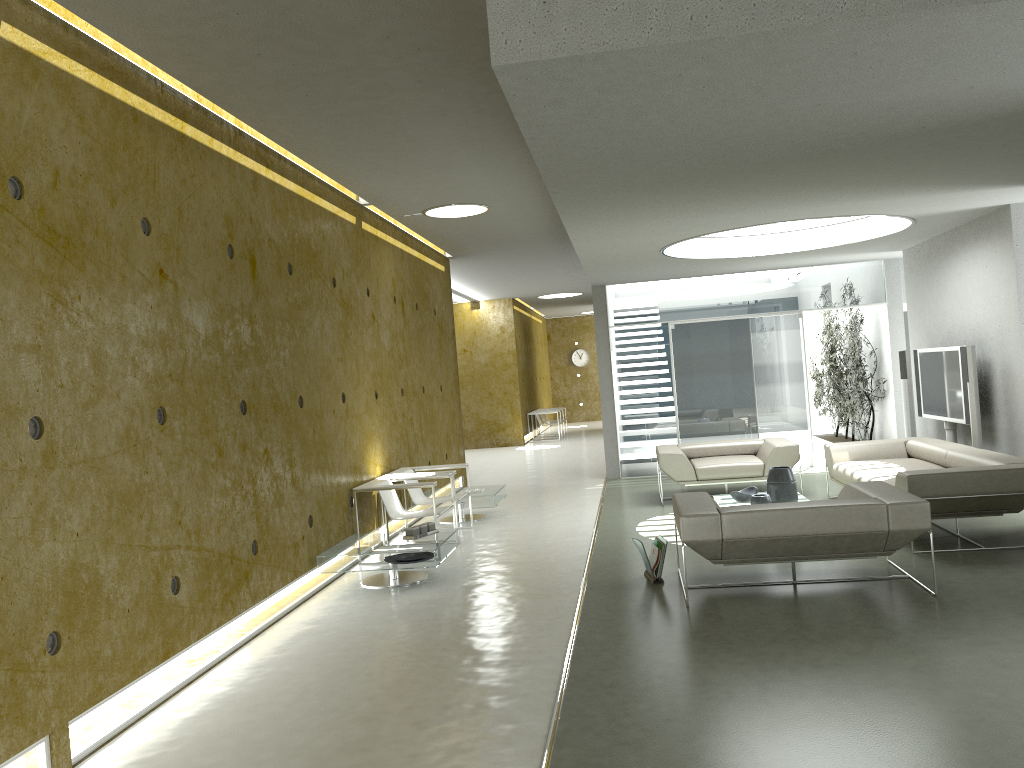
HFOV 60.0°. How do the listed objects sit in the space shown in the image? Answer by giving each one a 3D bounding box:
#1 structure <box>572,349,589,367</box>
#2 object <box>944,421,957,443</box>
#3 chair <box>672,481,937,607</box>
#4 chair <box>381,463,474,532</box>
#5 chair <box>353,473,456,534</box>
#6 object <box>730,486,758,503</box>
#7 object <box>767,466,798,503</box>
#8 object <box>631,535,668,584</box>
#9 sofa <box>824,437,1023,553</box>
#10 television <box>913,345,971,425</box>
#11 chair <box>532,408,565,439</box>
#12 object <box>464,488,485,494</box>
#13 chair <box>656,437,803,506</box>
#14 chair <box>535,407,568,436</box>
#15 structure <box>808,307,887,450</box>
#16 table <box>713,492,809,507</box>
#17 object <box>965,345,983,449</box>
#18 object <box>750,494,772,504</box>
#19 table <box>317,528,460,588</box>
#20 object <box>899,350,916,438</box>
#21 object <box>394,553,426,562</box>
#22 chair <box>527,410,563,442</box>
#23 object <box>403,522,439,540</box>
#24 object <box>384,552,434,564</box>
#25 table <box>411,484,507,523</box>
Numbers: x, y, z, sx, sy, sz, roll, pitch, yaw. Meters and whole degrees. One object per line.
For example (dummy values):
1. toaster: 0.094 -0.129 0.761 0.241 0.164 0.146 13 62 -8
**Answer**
1. structure: 2.125 -0.802 27.395 0.547 0.539 0.016 -5 0 8
2. object: 4.603 0.736 9.405 0.323 0.689 0.882 -5 0 8
3. chair: 1.853 1.027 5.887 1.481 0.583 1.039 -5 0 8
4. chair: -0.826 1.184 8.809 0.710 0.667 0.800 -5 0 8
5. chair: -0.938 1.197 7.960 0.710 0.667 0.800 -5 0 8
6. object: 2.130 1.023 8.135 0.223 0.125 0.317 -4 0 44
7. object: 2.429 0.906 7.992 0.265 0.309 0.265 -5 0 -9
8. object: 0.984 1.243 6.311 0.216 0.288 0.329 -5 0 -2
9. sofa: 3.561 0.879 7.751 1.037 0.585 2.791 -5 0 8
10. television: 4.598 0.000 9.394 0.127 0.781 1.603 -5 0 8
11. chair: 0.898 0.977 21.808 0.710 0.667 0.800 -5 0 8
12. object: -0.408 1.165 9.631 0.197 0.029 0.189 -5 0 8
13. chair: 2.392 0.963 9.950 1.481 0.583 1.039 -5 0 8
14. chair: 1.011 0.964 22.657 0.710 0.667 0.800 -5 0 8
15. structure: 4.995 -0.270 13.612 0.646 2.589 3.371 -5 0 7
16. table: 2.275 1.175 7.931 0.790 0.200 1.500 -5 0 8
17. object: 4.359 0.369 8.331 0.310 1.469 0.310 -5 0 -15
18. object: 2.173 1.027 7.741 0.177 0.113 0.177 -5 0 -12
19. table: -0.934 1.386 6.961 0.900 0.300 0.900 -5 0 8
20. object: 4.719 0.329 10.541 0.310 1.469 0.310 -4 0 35
21. object: -0.775 1.328 6.753 0.239 0.027 0.239 -4 0 24
22. chair: 0.786 0.991 20.959 0.710 0.667 0.800 -5 0 8
23. object: -0.731 1.170 7.105 0.118 0.097 0.326 -4 0 33
24. object: -0.775 1.331 6.753 0.394 0.027 0.394 -5 0 -9
25. table: -0.560 1.341 9.785 0.900 0.300 0.900 -5 0 8
